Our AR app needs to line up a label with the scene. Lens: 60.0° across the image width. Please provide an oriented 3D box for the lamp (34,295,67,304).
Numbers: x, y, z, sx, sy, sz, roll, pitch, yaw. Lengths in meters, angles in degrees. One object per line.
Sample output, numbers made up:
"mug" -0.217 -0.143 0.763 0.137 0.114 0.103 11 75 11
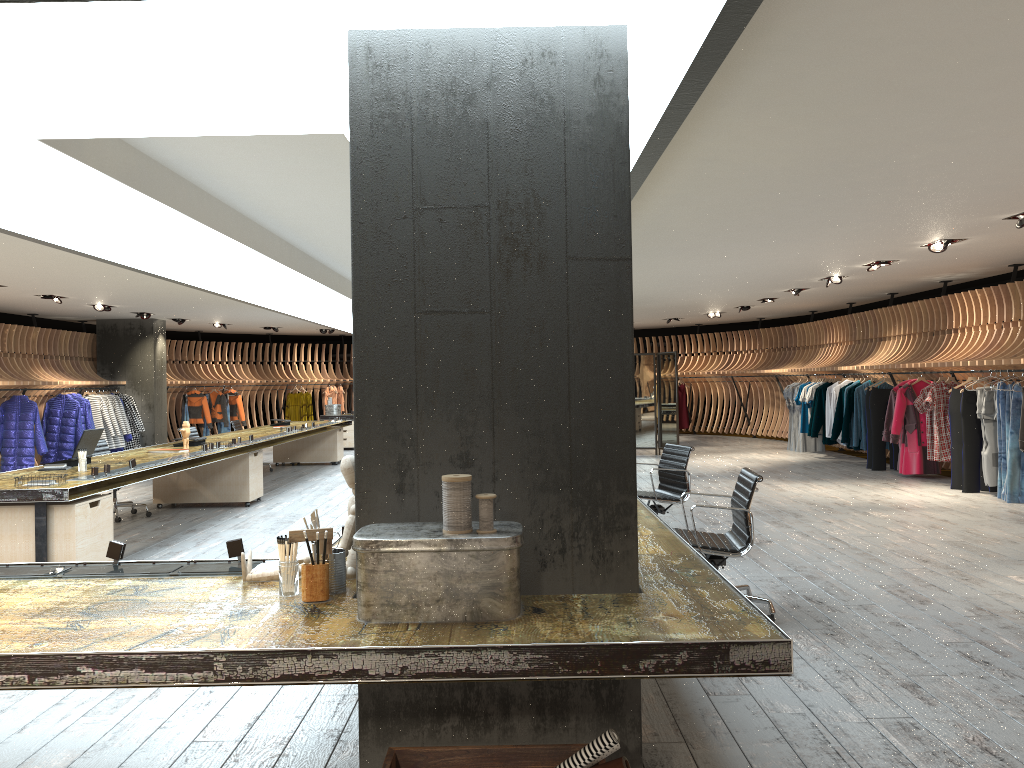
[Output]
"lamp" -6.724 -1.314 12.953 0.269 0.294 0.492 -1 0 0

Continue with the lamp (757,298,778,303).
"lamp" 4.512 -1.531 15.639 0.269 0.294 0.492 -1 0 0

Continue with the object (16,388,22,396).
"object" -7.639 0.200 13.744 0.525 0.270 0.012 -1 -1 0

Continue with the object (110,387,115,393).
"object" -7.612 0.220 16.955 0.516 0.316 0.012 -1 -1 0

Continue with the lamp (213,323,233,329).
"lamp" -6.339 -1.339 19.287 0.269 0.296 0.492 -1 0 20

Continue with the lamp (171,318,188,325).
"lamp" -6.660 -1.330 17.734 0.269 0.292 0.492 -1 0 7

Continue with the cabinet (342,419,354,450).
"cabinet" -3.627 1.107 19.560 0.593 0.630 1.131 -1 0 0

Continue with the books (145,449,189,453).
"books" -3.552 0.689 9.144 0.366 0.026 0.213 -1 0 10

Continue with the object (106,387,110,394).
"object" -7.668 0.191 16.797 0.525 0.270 0.012 -1 -1 0

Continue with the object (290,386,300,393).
"object" -5.514 0.139 22.580 0.525 0.270 0.012 -1 -1 30

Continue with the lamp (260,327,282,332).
"lamp" -5.618 -1.358 20.699 0.269 0.293 0.493 -1 0 32

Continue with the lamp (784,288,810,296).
"lamp" 4.510 -1.530 14.044 0.269 0.286 0.492 -1 0 0

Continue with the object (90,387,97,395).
"object" -7.610 0.211 16.156 0.518 0.313 0.012 -1 -1 0

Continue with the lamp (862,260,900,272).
"lamp" 4.507 -1.516 10.855 0.269 0.296 0.492 -1 0 0

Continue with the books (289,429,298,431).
"books" -3.176 0.665 12.782 0.155 0.025 0.110 -1 0 -5

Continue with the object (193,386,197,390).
"object" -7.201 0.174 20.145 0.525 0.270 0.012 -1 -1 15

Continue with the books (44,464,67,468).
"books" -3.833 0.684 7.417 0.186 0.027 0.112 -1 0 -15

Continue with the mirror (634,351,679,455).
"mirror" 2.270 0.374 16.487 2.111 1.892 0.443 -1 -1 41

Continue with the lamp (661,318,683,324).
"lamp" 3.683 -1.530 20.274 0.269 0.292 0.492 -1 0 -32

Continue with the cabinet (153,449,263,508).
"cabinet" -3.635 1.133 10.653 1.131 0.630 0.593 -1 0 0

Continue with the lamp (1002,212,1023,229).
"lamp" 4.504 -1.509 7.665 0.269 0.291 0.492 -1 0 0

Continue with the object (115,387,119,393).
"object" -7.615 0.217 17.143 0.518 0.313 0.012 -1 -1 0

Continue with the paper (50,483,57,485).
"paper" -3.289 0.701 6.193 0.176 0.004 0.130 -1 0 2

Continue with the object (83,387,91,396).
"object" -7.610 0.212 15.920 0.518 0.313 0.012 -1 -1 0

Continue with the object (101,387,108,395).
"object" -7.609 0.210 16.597 0.518 0.313 0.012 -1 -1 0

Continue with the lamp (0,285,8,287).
"lamp" -6.725 -1.311 11.358 0.269 0.292 0.492 -1 0 0

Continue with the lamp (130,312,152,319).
"lamp" -6.721 -1.325 16.142 0.269 0.292 0.492 -1 0 0

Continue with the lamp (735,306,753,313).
"lamp" 4.511 -1.537 17.234 0.269 0.291 0.492 -1 0 -4

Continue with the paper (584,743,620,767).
"paper" 0.027 1.207 2.563 0.624 0.290 0.041 -1 -1 -18

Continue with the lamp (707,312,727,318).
"lamp" 4.303 -1.539 18.812 0.269 0.287 0.492 -1 0 -20

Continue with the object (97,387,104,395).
"object" -7.609 0.211 16.418 0.518 0.313 0.012 -1 -1 0

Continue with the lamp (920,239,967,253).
"lamp" 4.506 -1.517 9.260 0.269 0.284 0.492 -1 0 0

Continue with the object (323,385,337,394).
"object" -4.764 0.120 23.181 0.525 0.270 0.012 -1 -1 35

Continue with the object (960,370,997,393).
"object" 5.553 -0.033 10.468 0.525 0.270 0.012 -1 -1 0

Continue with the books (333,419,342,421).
"books" -3.180 0.655 16.161 0.155 0.025 0.110 -1 0 -5

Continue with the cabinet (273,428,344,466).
"cabinet" -3.633 1.118 15.859 1.131 0.630 0.593 -1 0 0

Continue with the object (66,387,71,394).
"object" -7.621 0.203 15.278 0.523 0.291 0.012 -1 -1 0

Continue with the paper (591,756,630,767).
"paper" -0.015 1.209 2.539 0.723 0.365 0.047 -1 -1 19

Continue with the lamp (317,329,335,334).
"lamp" -4.550 -1.379 21.876 0.493 0.297 0.269 -1 0 -40

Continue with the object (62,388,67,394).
"object" -7.655 0.209 15.137 0.523 0.292 0.012 -1 -1 0

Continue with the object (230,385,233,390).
"object" -6.689 0.161 21.157 0.525 0.270 0.012 -1 -1 30

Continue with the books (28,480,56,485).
"books" -3.283 0.686 6.190 0.155 0.025 0.110 -1 0 -5

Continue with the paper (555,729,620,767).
"paper" 0.024 1.180 2.504 0.572 0.460 0.043 -1 -1 17

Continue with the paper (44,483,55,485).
"paper" -3.289 0.698 6.193 0.176 0.004 0.130 -1 0 6

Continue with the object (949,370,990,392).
"object" 5.545 -0.033 10.681 0.525 0.270 0.012 -1 -1 40

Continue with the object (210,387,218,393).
"object" -6.948 0.170 20.681 0.525 0.270 0.012 -1 -1 20

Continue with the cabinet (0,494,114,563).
"cabinet" -3.528 1.144 6.314 1.131 0.630 0.593 -1 0 0

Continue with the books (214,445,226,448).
"books" -3.181 0.675 9.563 0.155 0.025 0.110 -1 0 -5

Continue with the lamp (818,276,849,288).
"lamp" 4.509 -1.518 12.449 0.269 0.301 0.492 -1 0 0

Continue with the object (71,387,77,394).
"object" -7.638 0.195 15.457 0.525 0.270 0.012 -1 -1 0

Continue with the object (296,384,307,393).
"object" -5.382 0.136 22.707 0.525 0.270 0.012 -1 -1 30

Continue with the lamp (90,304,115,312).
"lamp" -6.722 -1.323 14.548 0.269 0.286 0.492 -1 0 0
